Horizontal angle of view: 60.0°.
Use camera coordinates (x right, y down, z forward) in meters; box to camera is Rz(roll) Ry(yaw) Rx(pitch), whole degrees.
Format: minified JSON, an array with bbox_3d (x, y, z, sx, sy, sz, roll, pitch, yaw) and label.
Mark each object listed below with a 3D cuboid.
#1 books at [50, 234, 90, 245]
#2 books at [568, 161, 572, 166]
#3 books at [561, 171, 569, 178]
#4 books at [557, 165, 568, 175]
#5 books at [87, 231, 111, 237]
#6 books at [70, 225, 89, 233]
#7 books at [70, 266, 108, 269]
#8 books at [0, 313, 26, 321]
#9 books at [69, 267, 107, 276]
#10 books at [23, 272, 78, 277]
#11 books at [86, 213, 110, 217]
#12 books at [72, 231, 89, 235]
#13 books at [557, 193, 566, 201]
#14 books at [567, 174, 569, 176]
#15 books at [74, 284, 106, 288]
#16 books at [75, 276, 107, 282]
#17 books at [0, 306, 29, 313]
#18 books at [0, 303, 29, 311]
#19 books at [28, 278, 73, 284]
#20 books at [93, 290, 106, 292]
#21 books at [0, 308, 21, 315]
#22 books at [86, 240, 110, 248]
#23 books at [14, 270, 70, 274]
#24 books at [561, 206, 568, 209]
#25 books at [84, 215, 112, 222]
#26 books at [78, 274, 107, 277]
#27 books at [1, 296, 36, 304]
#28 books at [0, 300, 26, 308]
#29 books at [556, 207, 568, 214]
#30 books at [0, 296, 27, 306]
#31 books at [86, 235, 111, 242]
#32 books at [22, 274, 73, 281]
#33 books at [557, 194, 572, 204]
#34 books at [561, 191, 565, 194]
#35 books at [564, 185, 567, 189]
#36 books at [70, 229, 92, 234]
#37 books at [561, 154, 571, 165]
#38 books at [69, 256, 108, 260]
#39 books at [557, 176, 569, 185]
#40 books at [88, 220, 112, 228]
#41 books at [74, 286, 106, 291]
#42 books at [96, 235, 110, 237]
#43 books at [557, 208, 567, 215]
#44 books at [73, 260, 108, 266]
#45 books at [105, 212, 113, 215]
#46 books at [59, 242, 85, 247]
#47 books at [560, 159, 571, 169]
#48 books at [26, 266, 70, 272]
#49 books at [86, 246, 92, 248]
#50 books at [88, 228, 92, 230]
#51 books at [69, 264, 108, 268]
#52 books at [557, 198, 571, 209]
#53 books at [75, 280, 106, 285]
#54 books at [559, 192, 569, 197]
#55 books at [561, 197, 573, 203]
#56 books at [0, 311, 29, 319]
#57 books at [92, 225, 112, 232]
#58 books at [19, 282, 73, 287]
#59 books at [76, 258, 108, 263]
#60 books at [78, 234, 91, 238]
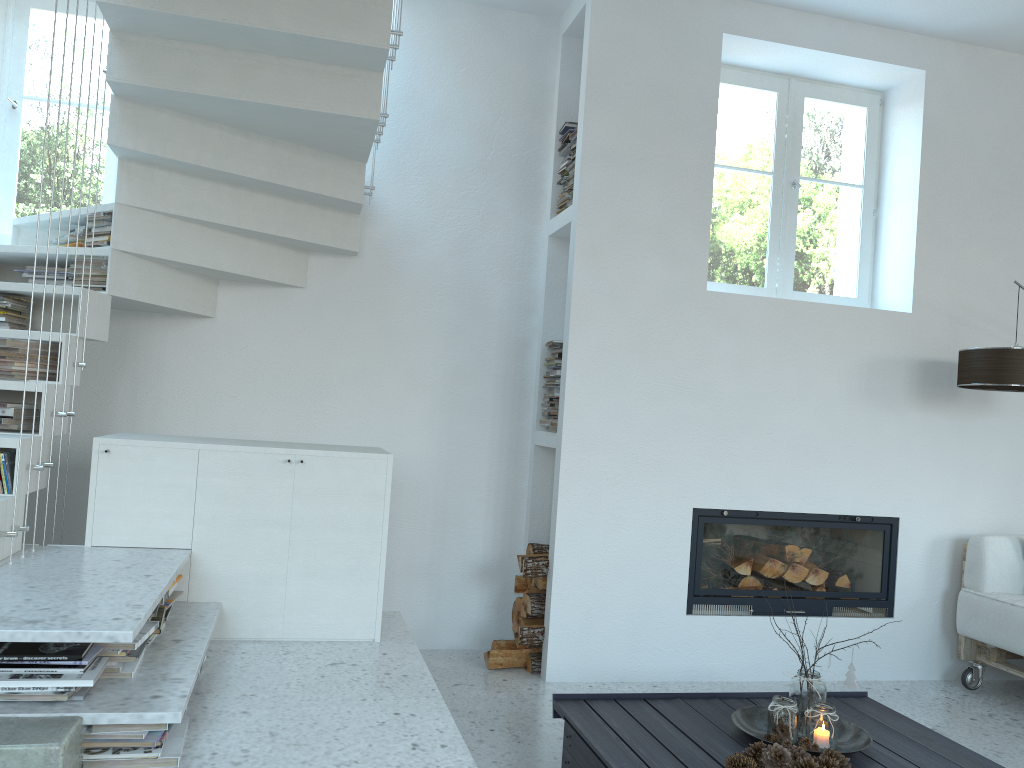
[{"bbox_3d":[-1.810,-0.597,3.779,0.226,0.013,0.284,6,-3,-41],"label":"books"},{"bbox_3d":[0.391,-1.067,4.417,0.238,0.018,0.173,4,-2,-9],"label":"books"},{"bbox_3d":[0.390,-1.036,4.412,0.249,0.006,0.189,5,-2,-17],"label":"books"},{"bbox_3d":[0.385,-1.051,4.439,0.292,0.013,0.127,5,-2,-18],"label":"books"},{"bbox_3d":[-1.577,-0.591,3.629,0.163,0.010,0.256,3,-3,31],"label":"books"},{"bbox_3d":[-1.776,-0.651,3.809,0.157,0.014,0.300,6,-3,-44],"label":"books"},{"bbox_3d":[-1.643,-0.454,3.632,0.149,0.006,0.290,3,-2,15],"label":"books"},{"bbox_3d":[-1.998,-0.257,3.338,0.243,0.014,0.191,4,-2,-1],"label":"books"},{"bbox_3d":[-1.634,-0.439,3.625,0.200,0.023,0.262,3,-2,13],"label":"books"},{"bbox_3d":[-1.876,-0.443,3.711,0.254,0.012,0.161,4,-2,10],"label":"books"},{"bbox_3d":[-1.593,-0.662,3.646,0.128,0.016,0.261,2,-3,37],"label":"books"},{"bbox_3d":[-1.788,-0.620,3.799,0.175,0.012,0.265,6,-3,-42],"label":"books"},{"bbox_3d":[0.380,-0.911,4.409,0.290,0.008,0.147,4,-2,-10],"label":"books"},{"bbox_3d":[0.387,-1.028,4.422,0.220,0.011,0.177,4,-2,-15],"label":"books"},{"bbox_3d":[-1.642,-0.384,3.629,0.168,0.008,0.241,3,-2,14],"label":"books"},{"bbox_3d":[-1.639,-0.411,3.630,0.173,0.018,0.238,3,-2,13],"label":"books"},{"bbox_3d":[-1.996,-0.290,3.348,0.254,0.007,0.176,4,-2,-6],"label":"books"},{"bbox_3d":[-1.997,-0.299,3.362,0.257,0.011,0.144,4,-2,-7],"label":"books"},{"bbox_3d":[-1.876,-0.416,3.718,0.230,0.022,0.141,4,-2,9],"label":"books"},{"bbox_3d":[-1.648,-0.361,3.629,0.153,0.009,0.260,3,-2,15],"label":"books"},{"bbox_3d":[-1.998,-0.279,3.358,0.196,0.014,0.154,4,-2,-1],"label":"books"},{"bbox_3d":[-1.594,-0.553,3.638,0.142,0.015,0.247,2,-3,34],"label":"books"},{"bbox_3d":[-1.878,-0.453,3.698,0.298,0.006,0.192,4,-2,11],"label":"books"},{"bbox_3d":[0.374,-0.855,4.417,0.264,0.012,0.143,4,-2,-15],"label":"books"},{"bbox_3d":[-1.568,-0.647,3.626,0.175,0.012,0.283,3,-3,31],"label":"books"},{"bbox_3d":[-1.648,-0.425,3.632,0.144,0.008,0.208,4,-2,6],"label":"books"},{"bbox_3d":[-1.995,-0.329,3.372,0.298,0.007,0.134,4,-2,-5],"label":"books"},{"bbox_3d":[-1.995,-0.309,3.352,0.240,0.009,0.174,4,-2,-5],"label":"books"},{"bbox_3d":[0.374,-0.845,4.413,0.290,0.007,0.130,5,-2,-19],"label":"books"},{"bbox_3d":[-1.994,-0.320,3.343,0.243,0.013,0.191,4,-2,-3],"label":"books"},{"bbox_3d":[-1.580,-0.568,3.629,0.181,0.017,0.250,2,-3,36],"label":"books"},{"bbox_3d":[-1.879,-0.433,3.698,0.233,0.010,0.170,4,-2,6],"label":"books"},{"bbox_3d":[0.379,-0.902,4.408,0.282,0.010,0.169,4,-2,-14],"label":"books"},{"bbox_3d":[0.380,-0.941,4.418,0.245,0.016,0.137,5,-2,-17],"label":"books"},{"bbox_3d":[0.382,-0.973,4.417,0.223,0.011,0.135,5,-2,-19],"label":"books"},{"bbox_3d":[-1.783,-0.632,3.803,0.173,0.014,0.196,6,-3,-44],"label":"books"},{"bbox_3d":[0.391,-1.100,4.427,0.267,0.017,0.155,4,-2,-10],"label":"books"},{"bbox_3d":[-1.645,-0.491,3.634,0.158,0.007,0.300,4,-2,11],"label":"books"},{"bbox_3d":[0.384,-0.997,4.418,0.298,0.007,0.147,4,-2,-13],"label":"books"},{"bbox_3d":[-1.594,-0.633,3.644,0.135,0.017,0.250,2,-3,36],"label":"books"},{"bbox_3d":[-1.664,-0.374,3.633,0.130,0.015,0.210,3,-2,13],"label":"books"},{"bbox_3d":[-1.593,-0.582,3.639,0.133,0.009,0.210,2,-3,40],"label":"books"},{"bbox_3d":[0.375,-0.839,4.407,0.273,0.006,0.158,5,-2,-16],"label":"books"},{"bbox_3d":[-1.655,-0.472,3.635,0.132,0.016,0.262,4,-2,9],"label":"books"},{"bbox_3d":[-1.576,-0.676,3.635,0.160,0.014,0.227,2,-3,39],"label":"books"},{"bbox_3d":[-1.797,-0.579,3.791,0.216,0.008,0.184,2,-3,41],"label":"books"},{"bbox_3d":[0.386,-1.083,4.444,0.266,0.016,0.138,4,-2,-14],"label":"books"},{"bbox_3d":[-1.877,-0.464,3.696,0.199,0.016,0.182,4,-2,7],"label":"books"},{"bbox_3d":[-1.780,-0.563,3.809,0.133,0.019,0.216,6,-3,-39],"label":"books"},{"bbox_3d":[-1.777,-0.641,3.809,0.157,0.005,0.268,6,-3,-44],"label":"books"},{"bbox_3d":[-1.644,-0.460,3.632,0.159,0.007,0.285,3,-2,12],"label":"books"},{"bbox_3d":[0.380,-0.877,4.398,0.274,0.014,0.174,5,-2,-16],"label":"books"},{"bbox_3d":[-1.639,-0.395,3.629,0.179,0.015,0.223,4,-2,10],"label":"books"},{"bbox_3d":[0.382,-0.924,4.406,0.264,0.019,0.170,4,-2,-15],"label":"books"},{"bbox_3d":[0.378,-0.890,4.409,0.254,0.012,0.161,4,-2,-15],"label":"books"},{"bbox_3d":[-1.998,-0.268,3.346,0.261,0.009,0.187,4,-2,-4],"label":"books"},{"bbox_3d":[-1.570,-0.609,3.625,0.191,0.028,0.213,2,-3,38],"label":"books"},{"bbox_3d":[-1.882,-0.397,3.696,0.265,0.017,0.175,3,-2,15],"label":"books"},{"bbox_3d":[-1.632,-0.483,3.631,0.163,0.008,0.266,4,-2,6],"label":"books"},{"bbox_3d":[-1.796,-0.608,3.792,0.230,0.013,0.184,2,-3,41],"label":"books"}]
